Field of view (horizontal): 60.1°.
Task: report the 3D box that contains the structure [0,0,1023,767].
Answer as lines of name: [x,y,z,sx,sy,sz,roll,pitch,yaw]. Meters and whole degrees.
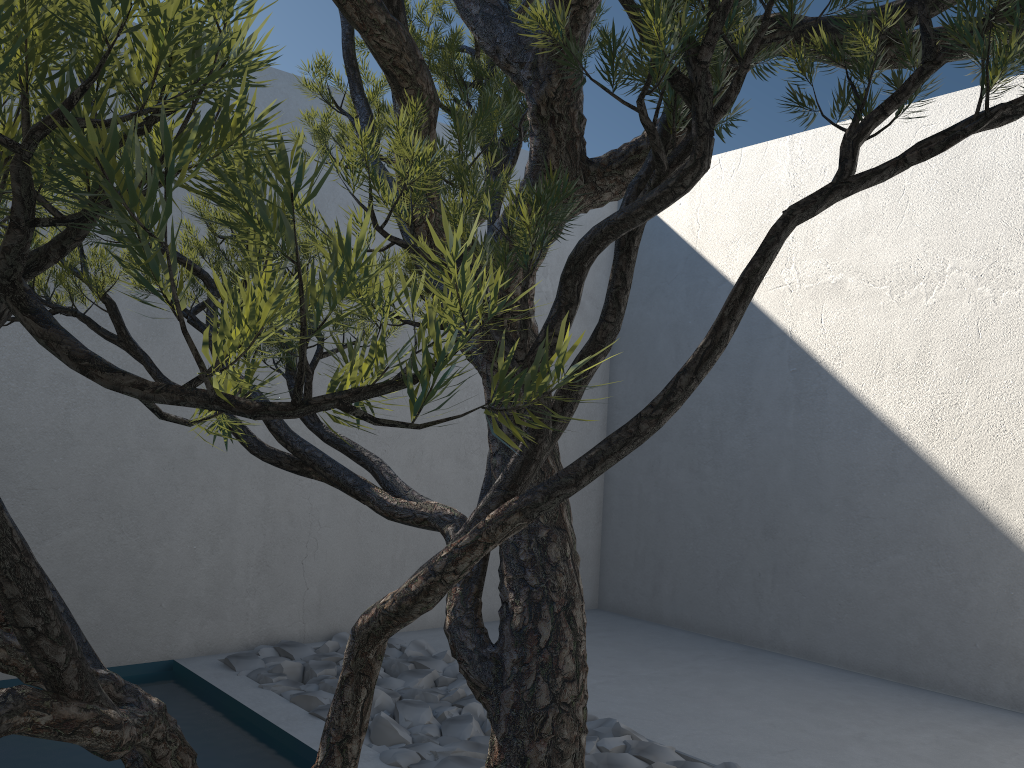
structure: [-0.110,-0.362,1.085,2.516,3.468,2.592,2,-1,43]
